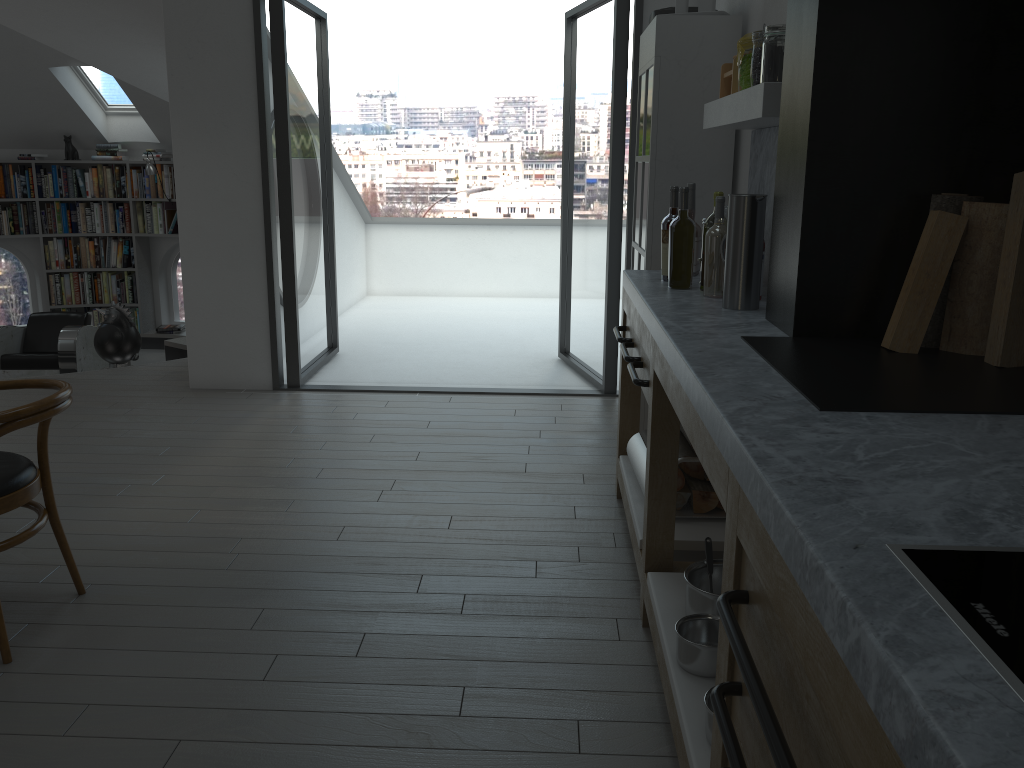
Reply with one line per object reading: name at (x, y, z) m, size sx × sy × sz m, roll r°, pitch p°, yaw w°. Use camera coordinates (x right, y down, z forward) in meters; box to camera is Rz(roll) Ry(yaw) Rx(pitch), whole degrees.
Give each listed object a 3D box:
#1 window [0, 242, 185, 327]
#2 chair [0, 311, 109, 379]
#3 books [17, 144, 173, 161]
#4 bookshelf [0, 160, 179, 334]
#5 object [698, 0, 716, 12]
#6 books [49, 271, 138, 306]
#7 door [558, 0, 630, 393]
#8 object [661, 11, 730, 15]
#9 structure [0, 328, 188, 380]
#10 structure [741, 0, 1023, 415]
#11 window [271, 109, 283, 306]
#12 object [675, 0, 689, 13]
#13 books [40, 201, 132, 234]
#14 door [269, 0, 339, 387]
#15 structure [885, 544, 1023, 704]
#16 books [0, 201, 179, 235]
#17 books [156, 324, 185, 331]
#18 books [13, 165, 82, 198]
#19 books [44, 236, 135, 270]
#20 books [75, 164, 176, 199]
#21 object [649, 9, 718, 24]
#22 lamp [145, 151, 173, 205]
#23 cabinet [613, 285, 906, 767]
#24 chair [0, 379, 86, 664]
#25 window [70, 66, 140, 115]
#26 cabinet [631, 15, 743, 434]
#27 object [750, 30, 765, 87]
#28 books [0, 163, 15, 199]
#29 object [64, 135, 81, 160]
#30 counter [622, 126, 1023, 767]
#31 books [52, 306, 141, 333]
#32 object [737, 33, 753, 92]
window at (-4.627, -1.106, 9.921) m, size 3.231 × 1.144 × 0.621 m, roll -2°, pitch 13°, yaw -12°
chair at (-4.134, -0.245, 7.898) m, size 0.823 × 0.715 × 0.746 m, roll 0°, pitch 13°, yaw -3°
books at (-5.000, -2.399, 9.150) m, size 2.818 × 0.172 × 0.751 m, roll -7°, pitch 16°, yaw -26°
bookshelf at (-4.145, -1.297, 8.978) m, size 4.333 × 1.868 × 2.122 m, roll 1°, pitch 13°, yaw 2°
object at (0.827, -1.659, 3.761) m, size 0.072 × 0.210 × 0.071 m, roll 7°, pitch 14°, yaw 25°
books at (-4.583, -1.079, 9.839) m, size 1.032 × 0.355 × 0.294 m, roll -3°, pitch 14°, yaw -12°
door at (0.497, -1.210, 5.664) m, size 0.080 × 2.332 × 1.058 m, roll -2°, pitch 13°, yaw -12°
object at (0.780, -1.571, 3.807) m, size 0.295 × 0.024 × 0.151 m, roll 7°, pitch 16°, yaw 26°
structure at (-4.208, -0.215, 7.799) m, size 4.723 × 0.689 × 4.726 m, roll -12°, pitch 19°, yaw -41°
structure at (0.964, -0.961, 1.777) m, size 0.780 × 1.872 × 1.082 m, roll 1°, pitch 13°, yaw 2°
window at (-1.629, -1.283, 6.473) m, size 0.104 × 1.461 × 1.480 m, roll 1°, pitch 13°, yaw 2°
object at (0.732, -1.665, 3.810) m, size 0.054 × 0.195 × 0.054 m, roll 7°, pitch 14°, yaw 26°
books at (-4.598, -1.831, 9.709) m, size 1.028 × 0.357 × 0.302 m, roll -2°, pitch 14°, yaw -12°
door at (-1.324, -1.248, 5.758) m, size 0.080 × 2.332 × 1.058 m, roll 1°, pitch 13°, yaw 2°
structure at (0.741, 0.301, 0.660) m, size 0.647 × 0.041 × 0.742 m, roll 1°, pitch 14°, yaw 2°
books at (-4.754, -1.770, 9.489) m, size 2.530 × 0.368 × 0.594 m, roll -4°, pitch 14°, yaw -17°
books at (-3.843, -0.632, 9.989) m, size 0.268 × 0.029 × 0.254 m, roll -1°, pitch 14°, yaw -7°
books at (-4.989, -2.169, 9.498) m, size 0.683 × 0.344 × 0.266 m, roll -5°, pitch 14°, yaw -20°
books at (-4.593, -1.453, 9.751) m, size 0.998 × 0.349 × 0.299 m, roll -3°, pitch 14°, yaw -14°
books at (-3.918, -2.191, 9.576) m, size 1.566 × 0.364 × 0.396 m, roll 2°, pitch 14°, yaw 8°
object at (0.789, -1.651, 4.108) m, size 0.298 × 0.119 × 0.300 m, roll 1°, pitch 14°, yaw 2°
lamp at (-3.711, -2.156, 9.300) m, size 0.113 × 0.563 × 0.360 m, roll 2°, pitch 13°, yaw 9°
cabinet at (0.775, 0.885, 0.602) m, size 1.004 × 1.015 × 6.471 m, roll 1°, pitch 14°, yaw 2°
chair at (-1.609, 0.380, 2.632) m, size 0.621 × 0.730 × 0.531 m, roll 1°, pitch 13°, yaw 2°
window at (-4.130, -3.016, 8.595) m, size 4.055 × 0.709 × 1.945 m, roll 1°, pitch 14°, yaw 2°
cabinet at (0.777, -0.641, 4.199) m, size 0.361 × 1.977 × 0.646 m, roll 1°, pitch 13°, yaw 2°
object at (0.814, -1.021, 2.805) m, size 0.120 × 0.181 × 0.121 m, roll 4°, pitch 14°, yaw 17°
books at (-5.548, -2.088, 9.114) m, size 0.795 × 0.370 × 0.270 m, roll -13°, pitch 19°, yaw -43°
object at (-4.704, -2.523, 9.477) m, size 0.147 × 0.263 × 0.203 m, roll 0°, pitch 13°, yaw -1°
counter at (0.801, 0.109, 0.352) m, size 0.961 × 0.615 × 6.619 m, roll 1°, pitch 14°, yaw 2°
books at (-4.602, -0.724, 9.910) m, size 1.019 × 0.304 × 0.289 m, roll -3°, pitch 14°, yaw -13°
object at (0.820, -1.077, 2.998) m, size 0.128 × 0.198 × 0.164 m, roll 0°, pitch 13°, yaw -3°
